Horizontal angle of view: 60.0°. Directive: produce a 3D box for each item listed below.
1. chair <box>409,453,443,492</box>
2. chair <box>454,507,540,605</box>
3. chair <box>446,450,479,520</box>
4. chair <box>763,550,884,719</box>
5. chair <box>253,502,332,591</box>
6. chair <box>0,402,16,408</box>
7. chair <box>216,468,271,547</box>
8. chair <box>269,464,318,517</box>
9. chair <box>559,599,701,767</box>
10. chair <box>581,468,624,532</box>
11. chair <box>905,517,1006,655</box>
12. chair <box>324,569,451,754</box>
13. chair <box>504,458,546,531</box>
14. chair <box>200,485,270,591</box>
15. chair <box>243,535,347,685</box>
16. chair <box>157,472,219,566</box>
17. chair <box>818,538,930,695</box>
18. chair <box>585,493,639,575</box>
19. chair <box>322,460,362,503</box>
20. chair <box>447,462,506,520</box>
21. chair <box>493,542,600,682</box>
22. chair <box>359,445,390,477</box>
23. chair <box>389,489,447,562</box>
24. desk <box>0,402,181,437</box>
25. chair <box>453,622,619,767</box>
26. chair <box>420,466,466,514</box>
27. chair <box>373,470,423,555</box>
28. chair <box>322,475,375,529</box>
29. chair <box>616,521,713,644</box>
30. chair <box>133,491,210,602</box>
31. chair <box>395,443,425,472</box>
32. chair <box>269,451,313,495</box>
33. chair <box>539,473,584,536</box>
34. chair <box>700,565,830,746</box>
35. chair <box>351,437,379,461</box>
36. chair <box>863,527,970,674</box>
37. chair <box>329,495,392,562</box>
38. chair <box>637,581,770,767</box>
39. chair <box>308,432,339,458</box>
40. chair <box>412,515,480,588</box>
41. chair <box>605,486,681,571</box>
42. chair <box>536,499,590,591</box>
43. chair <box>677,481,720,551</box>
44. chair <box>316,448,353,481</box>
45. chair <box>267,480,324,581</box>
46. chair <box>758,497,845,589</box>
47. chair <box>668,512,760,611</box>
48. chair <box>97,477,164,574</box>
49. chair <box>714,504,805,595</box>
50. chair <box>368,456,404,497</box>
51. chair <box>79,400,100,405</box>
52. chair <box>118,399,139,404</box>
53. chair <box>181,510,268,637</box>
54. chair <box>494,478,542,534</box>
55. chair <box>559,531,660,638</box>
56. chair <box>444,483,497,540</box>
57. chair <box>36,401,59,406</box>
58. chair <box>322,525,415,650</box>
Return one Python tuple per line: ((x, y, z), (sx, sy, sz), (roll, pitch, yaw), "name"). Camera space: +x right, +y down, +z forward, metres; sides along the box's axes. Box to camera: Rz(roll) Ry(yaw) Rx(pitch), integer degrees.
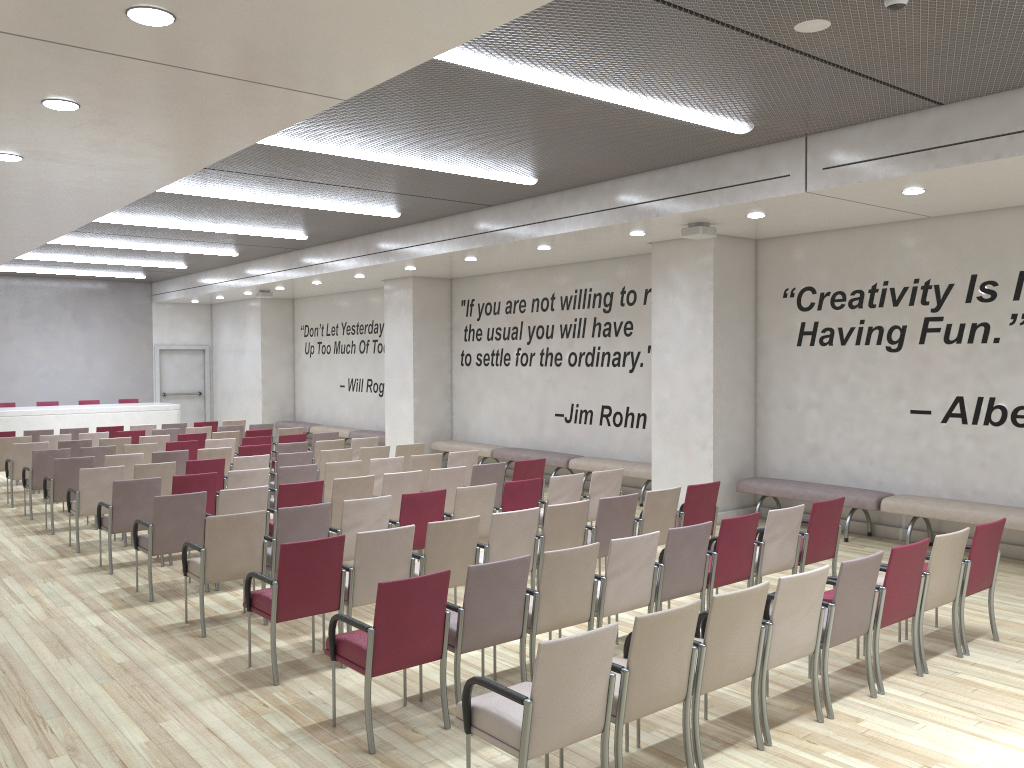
((-1.186, 1.273, 10.770), (0.513, 0.890, 0.640), (-2, 2, -38), "chair")
((-0.143, 1.380, 6.856), (0.513, 0.890, 0.640), (-2, 2, -38), "chair")
((-0.761, 1.261, 11.105), (0.513, 0.890, 0.640), (-2, 2, -38), "chair")
((1.815, 1.416, 5.278), (0.513, 0.890, 0.640), (-2, 2, -39), "chair")
((-1.784, 1.380, 7.134), (0.513, 0.890, 0.640), (-2, 2, -38), "chair")
((-10.840, 0.856, 19.026), (0.513, 0.890, 0.640), (-2, 2, -39), "chair")
((-2.895, 1.320, 9.402), (0.513, 0.890, 0.640), (-2, 2, -39), "chair")
((-2.461, 1.309, 9.728), (0.513, 0.890, 0.640), (-2, 2, -39), "chair")
((0.533, 1.451, 4.259), (0.513, 0.890, 0.640), (-2, 2, -40), "chair")
((0.793, 1.308, 9.197), (0.513, 0.890, 0.640), (-2, 2, -39), "chair")
((3.110, 1.379, 6.317), (0.513, 0.890, 0.640), (-2, 2, -39), "chair")
((-0.684, 1.440, 4.868), (0.513, 0.890, 0.640), (-2, 2, -39), "chair")
((0.031, 1.284, 10.151), (0.513, 0.890, 0.640), (-2, 2, -39), "chair")
((-2.544, 1.357, 8.086), (0.513, 0.890, 0.640), (-2, 2, -38), "chair")
((-1.432, 1.416, 5.829), (0.513, 0.890, 0.640), (-2, 2, -39), "chair")
((-3.325, 1.333, 9.051), (0.513, 0.890, 0.640), (-2, 2, -39), "chair")
((2.252, 1.403, 5.632), (0.513, 0.890, 0.640), (-2, 2, -39), "chair")
((0.710, 1.356, 7.542), (0.513, 0.890, 0.640), (-2, 2, -38), "chair")
((-2.043, 1.297, 10.069), (0.513, 0.890, 0.640), (-2, 2, -39), "chair")
((-0.416, 1.296, 9.814), (0.513, 0.890, 0.640), (-2, 2, -38), "chair")
((0.187, 1.416, 5.558), (0.513, 0.890, 0.640), (-2, 2, -38), "chair")
((-1.950, 1.249, 11.718), (0.513, 0.890, 0.640), (-2, 2, -40), "chair")
((-0.921, 1.356, 7.822), (0.513, 0.890, 0.640), (-2, 2, -38), "chair")
((-9.167, 1.000, 18.956), (3.652, 1.042, 1.456), (-2, 2, -39), "desk")
((0.103, 1.463, 3.908), (0.513, 0.890, 0.640), (-2, 2, -39), "chair")
((-0.838, 1.308, 9.461), (0.513, 0.890, 0.640), (-2, 2, -39), "chair")
((-1.266, 1.320, 9.131), (0.513, 0.890, 0.640), (-2, 2, -38), "chair")
((-1.695, 1.333, 8.772), (0.513, 0.890, 0.640), (-2, 2, -39), "chair")
((1.035, 1.392, 6.244), (0.513, 0.890, 0.640), (-2, 2, -39), "chair")
((-2.986, 1.368, 7.750), (0.513, 0.890, 0.640), (-2, 2, -39), "chair")
((-1.531, 1.237, 12.075), (0.513, 0.890, 0.640), (-2, 2, -39), "chair")
((-2.807, 1.273, 11.035), (0.513, 0.890, 0.640), (-2, 2, -38), "chair")
((0.361, 1.320, 8.855), (0.513, 0.890, 0.640), (-2, 2, -40), "chair")
((1.378, 1.428, 4.938), (0.513, 0.890, 0.640), (-2, 2, -38), "chair")
((-2.295, 1.213, 13.027), (0.513, 0.890, 0.640), (-2, 2, -40), "chair")
((2.679, 1.391, 5.977), (0.513, 0.890, 0.640), (-2, 2, -38), "chair")
((-1.354, 1.368, 7.484), (0.513, 0.890, 0.640), (-2, 2, -38), "chair")
((0.952, 1.440, 4.593), (0.513, 0.890, 0.640), (-2, 2, -39), "chair")
((-3.064, 1.189, 13.988), (0.513, 0.890, 0.640), (-2, 2, -39), "chair")
((-0.581, 1.392, 6.512), (0.513, 0.890, 0.640), (-2, 2, -38), "chair")
((1.134, 1.344, 7.900), (0.513, 0.890, 0.640), (-2, 2, -40), "chair")
((0.267, 1.368, 7.200), (0.513, 0.890, 0.640), (-2, 2, -39), "chair")
((1.557, 1.332, 8.234), (0.513, 0.890, 0.640), (-2, 2, -38), "chair")
((-2.385, 1.261, 11.389), (0.513, 0.890, 0.640), (-2, 2, -39), "chair")
((-2.118, 1.345, 8.424), (0.513, 0.890, 0.640), (-2, 2, -39), "chair")
((2.340, 1.356, 7.275), (0.513, 0.890, 0.640), (-2, 2, -39), "chair")
((1.464, 1.380, 6.592), (0.513, 0.890, 0.640), (-2, 2, -40), "chair")
((-3.752, 1.345, 8.707), (0.513, 0.890, 0.640), (-2, 2, -38), "chair")
((1.899, 1.368, 6.927), (0.513, 0.890, 0.640), (-2, 2, -38), "chair")
((-1.606, 1.284, 10.431), (0.513, 0.890, 0.640), (-2, 2, -38), "chair")
((-9.502, 0.819, 20.101), (0.513, 0.890, 0.640), (-2, 2, -39), "chair")
((-8.833, 0.800, 20.638), (0.513, 0.890, 0.640), (-2, 2, -39), "chair")
((-2.206, 1.392, 6.788), (0.513, 0.890, 0.640), (-2, 2, -38), "chair")
((-0.072, 1.332, 8.507), (0.513, 0.890, 0.640), (-2, 2, -39), "chair")
((0.615, 1.404, 5.902), (0.513, 0.890, 0.640), (-2, 2, -38), "chair")
((-0.490, 1.344, 8.162), (0.513, 0.890, 0.640), (-2, 2, -39), "chair")
((-10.171, 0.838, 19.563), (0.513, 0.890, 0.640), (-2, 2, -39), "chair")
((-1.016, 1.404, 6.167), (0.513, 0.890, 0.640), (-2, 2, -39), "chair")
